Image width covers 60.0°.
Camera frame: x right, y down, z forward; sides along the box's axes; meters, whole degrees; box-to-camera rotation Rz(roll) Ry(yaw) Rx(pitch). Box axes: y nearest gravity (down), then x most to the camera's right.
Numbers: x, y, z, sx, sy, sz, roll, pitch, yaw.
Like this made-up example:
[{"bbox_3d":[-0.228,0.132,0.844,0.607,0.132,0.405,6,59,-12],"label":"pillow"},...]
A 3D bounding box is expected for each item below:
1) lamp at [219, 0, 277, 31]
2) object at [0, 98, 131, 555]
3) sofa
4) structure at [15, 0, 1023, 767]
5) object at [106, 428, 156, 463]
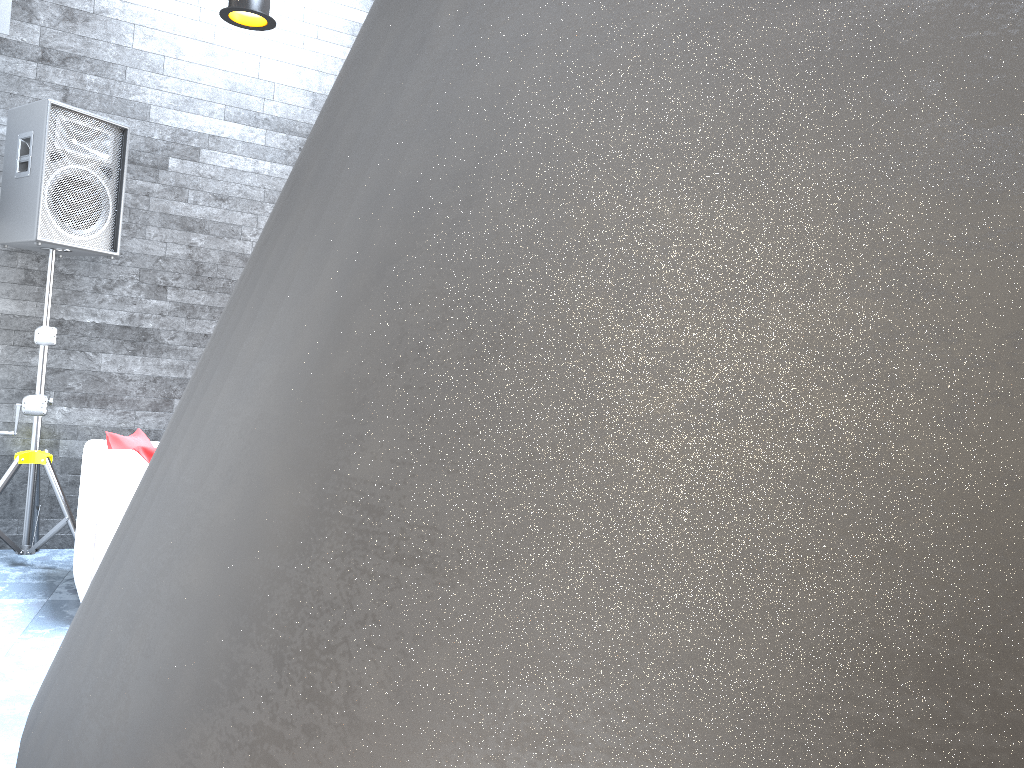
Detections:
[{"bbox_3d":[-0.873,-2.991,3.402,0.210,3.209,0.210,5,0,-7],"label":"lamp"},{"bbox_3d":[-2.382,-0.223,4.411,0.686,2.298,0.639,5,-1,32],"label":"object"},{"bbox_3d":[0.162,0.796,4.356,4.034,0.693,2.205,5,0,-29],"label":"sofa"},{"bbox_3d":[0.289,-1.732,0.506,1.689,5.700,1.197,5,-1,-29],"label":"structure"},{"bbox_3d":[-1.516,0.409,4.140,0.742,0.354,0.528,5,0,-29],"label":"object"}]
